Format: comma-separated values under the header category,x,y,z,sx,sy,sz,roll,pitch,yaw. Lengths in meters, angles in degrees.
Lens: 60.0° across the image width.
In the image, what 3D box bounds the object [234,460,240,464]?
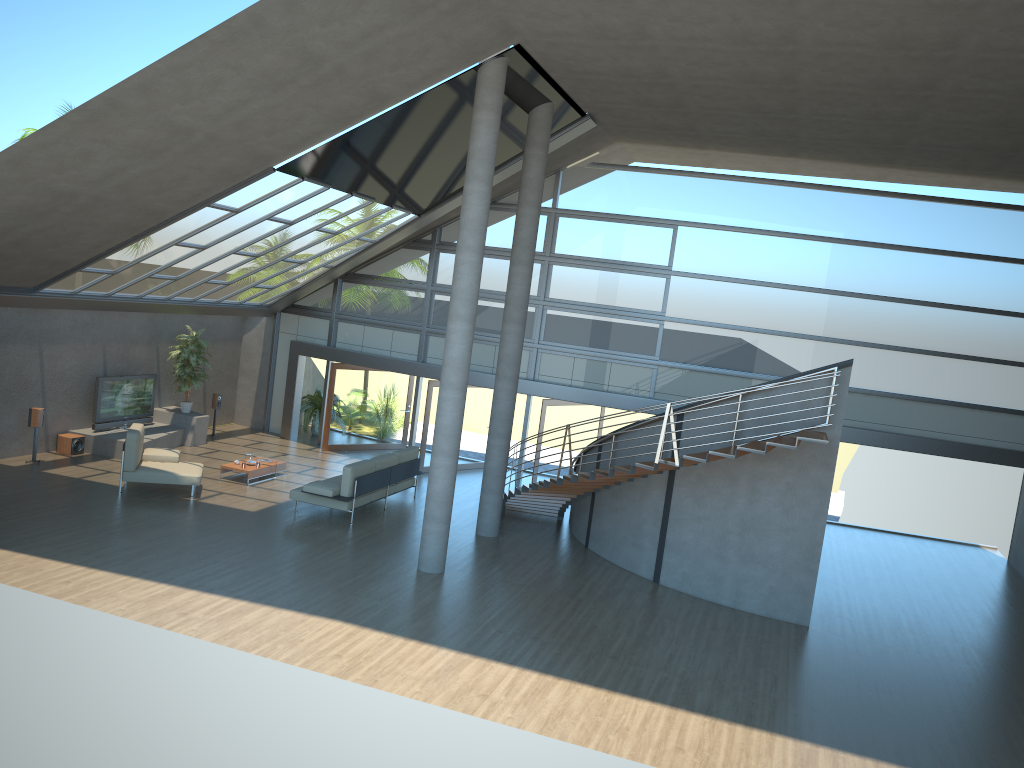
category,x,y,z,sx,sy,sz,roll,pitch,yaw
object,-4.994,1.413,16.122,0.102,0.086,0.100,9,6,21

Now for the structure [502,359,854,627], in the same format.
category,x,y,z,sx,sy,sz,roll,pitch,yaw
structure,1.780,1.003,13.368,2.349,3.653,6.809,4,6,-34

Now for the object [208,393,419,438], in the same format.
category,x,y,z,sx,sy,sz,roll,pitch,yaw
object,-8.850,0.584,17.746,7.863,0.982,21.345,9,6,20

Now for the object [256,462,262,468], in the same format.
category,x,y,z,sx,sy,sz,roll,pitch,yaw
object,-4.591,1.463,16.069,0.085,0.101,0.070,2,8,-44

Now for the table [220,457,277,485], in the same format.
category,x,y,z,sx,sy,sz,roll,pitch,yaw
table,-4.762,1.590,16.365,0.600,0.250,1.200,9,6,17

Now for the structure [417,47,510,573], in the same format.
category,x,y,z,sx,sy,sz,roll,pitch,yaw
structure,-0.670,-0.950,11.995,0.381,7.125,0.382,9,6,17

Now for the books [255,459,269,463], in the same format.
category,x,y,z,sx,sy,sz,roll,pitch,yaw
books,-4.681,1.442,16.674,0.275,0.005,0.189,7,5,-2

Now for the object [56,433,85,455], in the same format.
category,x,y,z,sx,sy,sz,roll,pitch,yaw
object,-8.176,1.108,16.377,0.425,0.323,0.362,9,6,17

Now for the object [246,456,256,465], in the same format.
category,x,y,z,sx,sy,sz,roll,pitch,yaw
object,-4.759,1.399,16.188,0.178,0.161,0.178,4,6,-31

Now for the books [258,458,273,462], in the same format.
category,x,y,z,sx,sy,sz,roll,pitch,yaw
books,-4.648,1.438,16.717,0.275,0.005,0.189,7,5,1

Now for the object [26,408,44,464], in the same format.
category,x,y,z,sx,sy,sz,roll,pitch,yaw
object,-8.215,0.889,15.269,0.234,0.959,0.171,6,6,-17

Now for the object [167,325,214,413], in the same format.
category,x,y,z,sx,sy,sz,roll,pitch,yaw
object,-6.785,-0.314,18.647,0.932,1.857,0.895,5,6,-24

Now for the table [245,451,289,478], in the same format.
category,x,y,z,sx,sy,sz,roll,pitch,yaw
table,-4.632,1.517,16.740,0.680,0.342,0.400,9,6,17

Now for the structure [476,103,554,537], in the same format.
category,x,y,z,sx,sy,sz,roll,pitch,yaw
structure,0.046,-1.066,14.205,0.381,7.125,0.382,4,6,-29

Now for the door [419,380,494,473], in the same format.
category,x,y,z,sx,sy,sz,roll,pitch,yaw
door,-1.090,0.912,19.310,0.200,1.977,2.298,12,7,41

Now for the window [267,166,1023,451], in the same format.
category,x,y,z,sx,sy,sz,roll,pitch,yaw
window,2.298,-0.888,18.102,16.616,6.630,1.098,9,6,16

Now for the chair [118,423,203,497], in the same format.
category,x,y,z,sx,sy,sz,roll,pitch,yaw
chair,-5.751,1.238,14.680,1.244,1.023,1.217,6,6,-17

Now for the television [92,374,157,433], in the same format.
category,x,y,z,sx,sy,sz,roll,pitch,yaw
television,-7.602,0.359,17.443,0.396,1.063,1.568,9,6,17

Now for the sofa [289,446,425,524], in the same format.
category,x,y,z,sx,sy,sz,roll,pitch,yaw
sofa,-2.635,1.625,15.387,1.166,0.947,3.079,9,6,17

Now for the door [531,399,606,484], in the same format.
category,x,y,z,sx,sy,sz,roll,pitch,yaw
door,1.207,1.283,18.526,0.200,1.977,2.298,12,7,38

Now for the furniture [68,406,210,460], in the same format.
category,x,y,z,sx,sy,sz,roll,pitch,yaw
furniture,-7.144,0.970,17.812,1.577,0.610,2.936,9,6,17

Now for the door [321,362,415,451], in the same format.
category,x,y,z,sx,sy,sz,roll,pitch,yaw
door,-3.247,0.538,20.305,2.298,1.977,0.200,2,7,-43

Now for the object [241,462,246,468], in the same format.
category,x,y,z,sx,sy,sz,roll,pitch,yaw
object,-4.809,1.453,15.878,0.085,0.101,0.070,9,6,16
